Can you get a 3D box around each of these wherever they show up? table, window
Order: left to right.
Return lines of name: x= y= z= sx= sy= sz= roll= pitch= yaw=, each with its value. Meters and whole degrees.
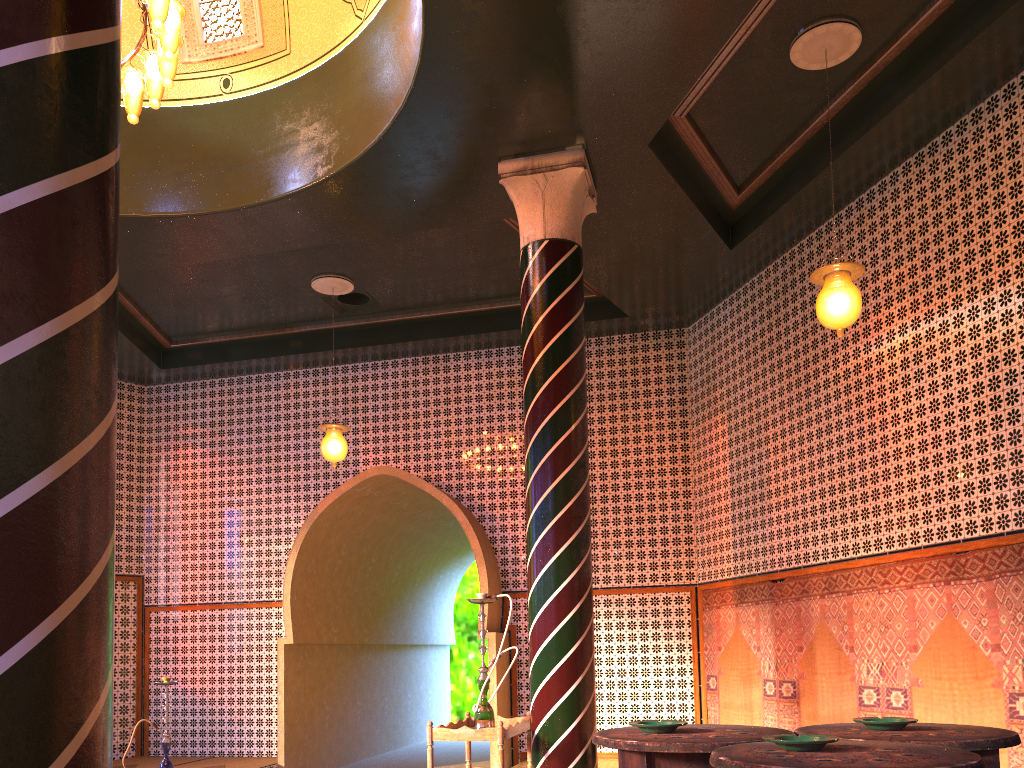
window: x=-3.618 y=-4.631 z=5.680 sx=5.581 sy=1.135 sz=5.901 roll=13 pitch=-22 yaw=-39
table: x=0.763 y=1.754 z=3.605 sx=0.848 sy=0.575 sz=0.862 roll=8 pitch=-16 yaw=-36
table: x=1.084 y=1.502 z=2.814 sx=0.848 sy=0.575 sz=0.862 roll=8 pitch=-16 yaw=-36
table: x=1.587 y=1.698 z=3.484 sx=0.848 sy=0.575 sz=0.862 roll=8 pitch=-16 yaw=-36

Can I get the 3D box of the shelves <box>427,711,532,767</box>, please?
shelves: x=-0.242 y=3.570 z=7.596 sx=0.748 sy=1.260 sz=1.224 roll=-3 pitch=-11 yaw=14

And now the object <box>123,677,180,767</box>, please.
object: x=-4.506 y=4.231 z=10.557 sx=0.836 sy=1.239 sz=0.362 roll=1 pitch=-6 yaw=-15

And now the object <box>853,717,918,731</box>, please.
object: x=1.540 y=1.405 z=3.560 sx=0.253 sy=0.044 sz=0.259 roll=9 pitch=-20 yaw=-30

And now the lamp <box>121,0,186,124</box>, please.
lamp: x=-3.495 y=-4.545 z=5.780 sx=2.483 sy=4.515 sz=2.527 roll=-4 pitch=-8 yaw=21

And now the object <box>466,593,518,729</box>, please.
object: x=-0.186 y=2.531 z=7.869 sx=0.465 sy=1.230 sz=0.303 roll=-4 pitch=-6 yaw=21

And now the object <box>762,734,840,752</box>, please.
object: x=0.982 y=1.225 z=2.937 sx=0.250 sy=0.044 sz=0.261 roll=-1 pitch=-17 yaw=-1

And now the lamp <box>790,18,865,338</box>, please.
lamp: x=2.426 y=-1.484 z=6.528 sx=0.519 sy=2.273 sz=0.530 roll=-2 pitch=-5 yaw=2

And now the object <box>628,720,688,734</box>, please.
object: x=0.618 y=1.456 z=3.659 sx=0.253 sy=0.044 sz=0.258 roll=-10 pitch=-19 yaw=27

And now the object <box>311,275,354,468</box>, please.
object: x=-2.196 y=-0.114 z=10.618 sx=0.519 sy=2.273 sz=0.530 roll=-2 pitch=-5 yaw=2
